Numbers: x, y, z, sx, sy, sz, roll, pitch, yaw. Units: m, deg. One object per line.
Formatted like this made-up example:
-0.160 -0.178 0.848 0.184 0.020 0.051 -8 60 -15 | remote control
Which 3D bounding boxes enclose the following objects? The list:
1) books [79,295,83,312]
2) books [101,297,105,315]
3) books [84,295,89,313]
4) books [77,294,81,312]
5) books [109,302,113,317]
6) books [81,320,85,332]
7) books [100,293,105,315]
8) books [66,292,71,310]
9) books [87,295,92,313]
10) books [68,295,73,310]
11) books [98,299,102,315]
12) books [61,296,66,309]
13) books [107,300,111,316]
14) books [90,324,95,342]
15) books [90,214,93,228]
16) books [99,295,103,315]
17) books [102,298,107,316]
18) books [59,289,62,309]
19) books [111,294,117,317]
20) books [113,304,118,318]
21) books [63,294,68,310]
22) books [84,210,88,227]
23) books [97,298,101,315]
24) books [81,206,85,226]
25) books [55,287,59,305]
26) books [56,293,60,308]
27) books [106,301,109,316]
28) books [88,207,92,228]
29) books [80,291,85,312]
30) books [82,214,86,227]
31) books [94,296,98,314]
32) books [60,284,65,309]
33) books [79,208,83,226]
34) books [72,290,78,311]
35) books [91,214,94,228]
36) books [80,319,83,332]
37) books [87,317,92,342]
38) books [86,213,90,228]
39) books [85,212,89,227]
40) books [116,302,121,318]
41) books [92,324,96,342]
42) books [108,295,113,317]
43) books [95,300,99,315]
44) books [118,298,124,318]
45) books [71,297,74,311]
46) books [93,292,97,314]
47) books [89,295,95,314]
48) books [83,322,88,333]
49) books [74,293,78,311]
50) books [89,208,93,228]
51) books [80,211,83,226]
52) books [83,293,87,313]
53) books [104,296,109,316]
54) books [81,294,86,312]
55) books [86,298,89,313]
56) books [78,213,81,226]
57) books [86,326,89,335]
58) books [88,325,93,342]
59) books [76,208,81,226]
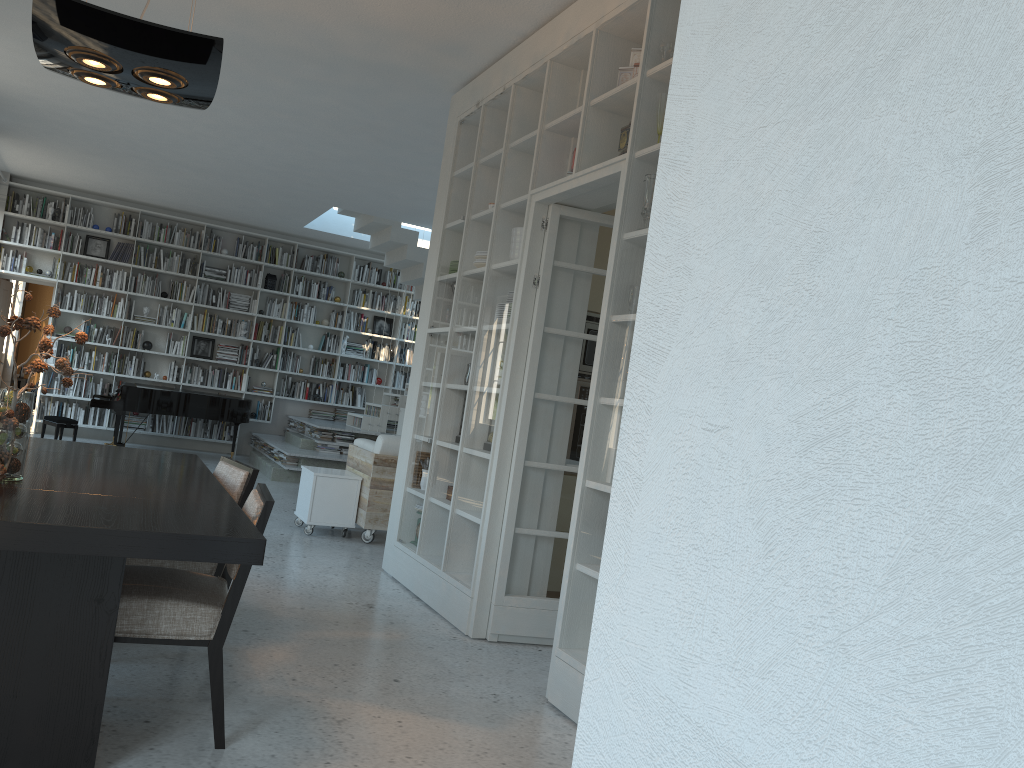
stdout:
-5.705 -1.059 11.743 0.014 0.230 0.148 9 -1 -24 | books
-5.471 -1.032 11.863 0.011 0.251 0.139 9 -1 -24 | books
-5.644 -1.053 11.760 0.024 0.237 0.166 9 -1 -24 | books
-5.740 -1.070 11.747 0.049 0.243 0.139 9 -1 -24 | books
-5.378 -0.993 11.894 0.013 0.203 0.161 9 -1 -24 | books
-5.696 -0.707 11.762 0.024 0.273 0.150 9 -1 -24 | books
-5.479 -1.060 11.864 0.011 0.304 0.129 9 -1 -24 | books
-5.837 -1.083 11.673 0.022 0.235 0.177 9 -1 -24 | books
-5.617 -1.051 11.781 0.023 0.242 0.184 9 -1 -24 | books
-5.812 -1.063 11.674 0.028 0.203 0.188 9 -1 -24 | books
-5.502 -1.025 11.843 0.013 0.227 0.151 9 -1 -24 | books
-5.890 -1.065 11.648 0.037 0.182 0.189 9 -2 -24 | books
-5.410 -1.007 11.891 0.021 0.220 0.148 9 -1 -24 | books
-5.589 -0.678 11.824 0.022 0.249 0.129 9 -1 -24 | books
-5.575 -2.139 11.757 0.014 0.202 0.170 9 -1 -24 | books
-5.485 -1.045 11.845 0.012 0.272 0.145 9 -1 -24 | books
-5.458 -1.025 11.880 0.028 0.242 0.131 9 -1 -24 | books
-5.922 -1.112 11.628 0.027 0.266 0.176 9 -1 -24 | books
-5.348 -1.050 11.906 0.035 0.325 0.170 9 -1 -24 | books
-5.330 -0.975 11.921 0.030 0.183 0.151 9 -1 -24 | books
-5.874 -1.075 11.675 0.042 0.208 0.143 9 -1 -24 | books
-5.634 -2.175 11.731 0.013 0.252 0.129 9 -1 -24 | books
-5.509 -1.027 11.827 0.013 0.229 0.177 9 -1 -24 | books
-5.658 -2.193 11.693 0.015 0.279 0.190 9 -1 -24 | books
-5.969 -1.129 11.634 0.012 0.285 0.159 9 -1 -24 | books
-5.954 -1.088 11.633 0.026 0.209 0.155 9 -1 -24 | books
-5.423 -1.007 11.880 0.012 0.217 0.160 9 -1 -24 | books
-5.593 -2.192 11.753 0.007 0.301 0.145 9 -1 -24 | books
-5.688 -1.088 11.747 0.011 0.293 0.183 9 -1 -24 | books
-5.654 -2.143 11.717 0.026 0.182 0.161 9 -1 -24 | books
-5.546 -1.047 11.825 0.021 0.256 0.156 9 -1 -24 | books
-5.899 -1.143 11.634 0.012 0.333 0.184 9 -1 -24 | books
-5.687 -2.187 11.698 0.016 0.261 0.154 9 -1 -24 | books
-5.774 -1.096 11.714 0.023 0.281 0.174 9 -1 -24 | books
-5.567 -2.142 11.772 0.013 0.210 0.136 9 -1 -24 | books
-5.711 -0.716 11.756 0.012 0.285 0.159 9 -1 -24 | books
-5.626 -0.727 11.806 0.011 0.336 0.153 9 -1 -24 | books
-5.604 -2.151 11.728 0.021 0.213 0.173 9 -1 -24 | books
-5.621 -2.156 11.727 0.013 0.219 0.181 9 -1 -24 | books
-5.300 -0.991 11.934 0.031 0.223 0.144 9 -1 -24 | books
-5.567 -0.675 11.814 0.011 0.250 0.172 9 -1 -24 | books
-5.390 -1.040 11.903 0.015 0.292 0.143 9 -1 -24 | books
-5.531 -1.018 11.833 0.021 0.205 0.130 9 -1 -24 | books
-5.271 -1.017 11.951 0.027 0.286 0.148 9 -1 -24 | books
-5.810 -1.053 11.724 0.021 0.187 0.129 9 -1 -24 | books
-5.554 -1.070 11.809 0.013 0.299 0.151 9 -1 -24 | books
-5.592 -1.054 11.812 0.048 0.256 0.141 9 -1 -24 | books
-5.675 -0.695 11.781 0.031 0.255 0.143 9 -1 -24 | books
-5.757 -1.075 11.713 0.011 0.246 0.176 9 -1 -24 | books
-5.589 -2.187 11.768 0.015 0.293 0.130 9 -1 -24 | books
-5.675 -2.191 11.702 0.007 0.272 0.154 9 -1 -24 | books
-5.664 -1.073 11.768 0.011 0.271 0.157 9 -1 -24 | books
-5.425 -1.037 11.863 0.015 0.275 0.157 9 -1 -24 | books
-5.673 -1.063 11.745 0.021 0.247 0.188 9 -1 -24 | books
-5.642 -1.035 11.791 0.010 0.204 0.139 9 -1 -24 | books
-5.710 -2.156 11.704 0.014 0.192 0.146 9 -1 -24 | books
-5.639 -0.666 11.766 0.029 0.208 0.189 9 -1 -24 | books
-5.617 -0.673 11.819 0.031 0.231 0.147 9 -1 -24 | books
-5.716 -2.183 11.690 0.016 0.243 0.156 9 -1 -24 | books
